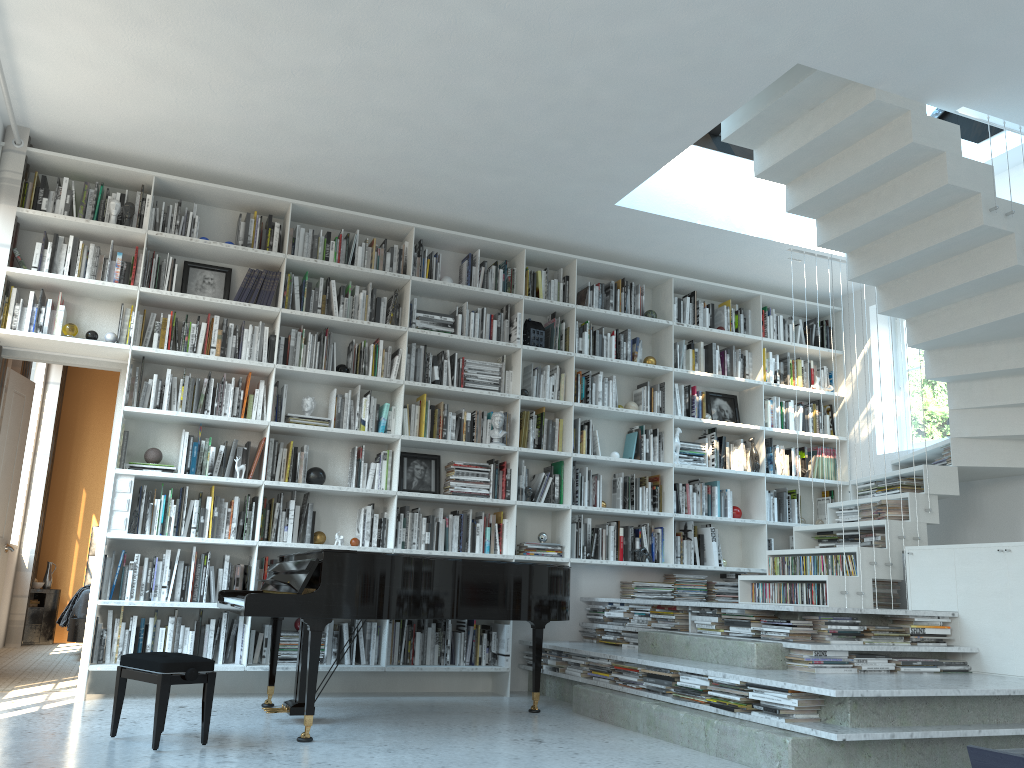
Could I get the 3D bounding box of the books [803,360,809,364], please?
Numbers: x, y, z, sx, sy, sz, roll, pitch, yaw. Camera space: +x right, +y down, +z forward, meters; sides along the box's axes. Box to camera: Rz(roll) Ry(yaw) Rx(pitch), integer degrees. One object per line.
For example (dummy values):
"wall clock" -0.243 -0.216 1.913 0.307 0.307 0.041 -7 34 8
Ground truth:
"books" 2.469 -0.046 7.512 0.011 0.293 0.151 7 -14 -22

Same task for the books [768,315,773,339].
"books" 2.114 -0.432 7.418 0.023 0.243 0.183 7 -14 -22

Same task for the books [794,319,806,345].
"books" 2.439 -0.401 7.573 0.069 0.276 0.132 7 -14 -22

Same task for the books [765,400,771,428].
"books" 2.040 0.270 7.227 0.023 0.247 0.182 7 -14 -22

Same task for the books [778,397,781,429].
"books" 2.146 0.265 7.287 0.012 0.292 0.166 7 -14 -22

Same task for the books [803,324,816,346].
"books" 2.527 -0.377 7.595 0.068 0.246 0.160 7 -14 -22

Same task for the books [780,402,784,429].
"books" 2.181 0.286 7.298 0.013 0.259 0.158 7 -14 -22

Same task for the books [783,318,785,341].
"books" 2.247 -0.414 7.489 0.027 0.249 0.155 7 -14 -22

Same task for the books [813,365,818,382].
"books" 2.533 -0.021 7.518 0.070 0.253 0.154 7 -14 -22

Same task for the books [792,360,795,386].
"books" 2.280 -0.064 7.343 0.012 0.237 0.166 7 -14 -22

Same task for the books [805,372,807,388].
"books" 2.427 0.002 7.481 0.034 0.182 0.157 7 -14 -22

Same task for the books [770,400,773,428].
"books" 2.069 0.273 7.252 0.026 0.256 0.173 7 -14 -22

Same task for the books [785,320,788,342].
"books" 2.274 -0.406 7.489 0.025 0.236 0.144 7 -14 -22

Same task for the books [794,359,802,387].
"books" 2.312 -0.059 7.370 0.042 0.241 0.248 7 -14 -22

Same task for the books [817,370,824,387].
"books" 2.576 0.003 7.529 0.023 0.213 0.181 7 -14 -22

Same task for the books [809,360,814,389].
"books" 2.489 -0.042 7.508 0.023 0.286 0.163 7 -14 -22

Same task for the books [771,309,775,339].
"books" 2.141 -0.459 7.437 0.012 0.305 0.184 7 -14 -22

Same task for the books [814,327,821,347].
"books" 2.570 -0.360 7.589 0.012 0.215 0.193 7 -14 -22

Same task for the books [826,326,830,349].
"books" 2.667 -0.360 7.645 0.014 0.247 0.185 7 -14 -22

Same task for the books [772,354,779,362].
"books" 2.134 -0.097 7.283 0.023 0.263 0.158 7 -14 -22

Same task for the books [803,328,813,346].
"books" 2.490 -0.359 7.557 0.024 0.192 0.187 7 -14 -22

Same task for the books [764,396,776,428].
"books" 2.093 0.258 7.250 0.014 0.285 0.186 7 -14 -22

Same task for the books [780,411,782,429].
"books" 2.156 0.326 7.295 0.027 0.179 0.157 7 -14 -22

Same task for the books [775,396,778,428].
"books" 2.126 0.263 7.292 0.022 0.296 0.162 7 -14 -22

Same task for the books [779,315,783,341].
"books" 2.215 -0.427 7.468 0.029 0.263 0.179 7 -14 -22

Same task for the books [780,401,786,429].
"books" 2.195 0.285 7.315 0.025 0.270 0.153 7 -14 -22

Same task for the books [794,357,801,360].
"books" 2.378 -0.062 7.461 0.010 0.294 0.165 7 -14 -22

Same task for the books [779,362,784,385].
"books" 2.187 -0.063 7.307 0.025 0.211 0.135 7 -14 -22

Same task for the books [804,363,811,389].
"books" 2.461 -0.036 7.483 0.022 0.260 0.160 7 -14 -22

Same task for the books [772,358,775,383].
"books" 2.081 -0.087 7.249 0.049 0.223 0.162 7 -14 -22

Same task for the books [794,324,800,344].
"books" 2.406 -0.384 7.559 0.010 0.235 0.132 7 -14 -22

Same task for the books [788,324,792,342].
"books" 2.309 -0.386 7.504 0.026 0.207 0.163 7 -14 -22

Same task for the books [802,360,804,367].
"books" 2.401 -0.049 7.482 0.024 0.280 0.154 7 -14 -22

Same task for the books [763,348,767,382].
"books" 2.011 -0.131 7.224 0.010 0.293 0.183 7 -14 -22

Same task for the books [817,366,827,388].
"books" 2.618 -0.010 7.561 0.029 0.257 0.163 7 -14 -22

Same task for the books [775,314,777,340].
"books" 2.167 -0.438 7.454 0.027 0.275 0.148 7 -14 -22

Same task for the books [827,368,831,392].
"books" 2.649 -0.001 7.572 0.040 0.246 0.160 7 -14 -22

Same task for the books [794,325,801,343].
"books" 2.380 -0.379 7.532 0.057 0.211 0.163 7 -14 -22

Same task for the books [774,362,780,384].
"books" 2.117 -0.069 7.254 0.024 0.193 0.190 7 -14 -22

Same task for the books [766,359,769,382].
"books" 2.025 -0.086 7.221 0.024 0.205 0.166 7 -14 -22

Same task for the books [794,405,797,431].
"books" 2.305 0.310 7.365 0.012 0.253 0.161 7 -14 -22

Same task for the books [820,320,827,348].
"books" 2.628 -0.388 7.615 0.014 0.286 0.190 7 -14 -22

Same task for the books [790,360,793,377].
"books" 2.265 -0.069 7.337 0.022 0.242 0.145 7 -14 -22

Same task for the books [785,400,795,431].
"books" 2.266 0.286 7.337 0.030 0.283 0.166 7 -14 -22

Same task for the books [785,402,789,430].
"books" 2.221 0.292 7.314 0.024 0.258 0.156 7 -14 -22

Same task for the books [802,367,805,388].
"books" 2.392 -0.023 7.444 0.013 0.212 0.187 7 -14 -22

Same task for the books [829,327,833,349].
"books" 2.690 -0.355 7.640 0.025 0.237 0.188 7 -14 -22

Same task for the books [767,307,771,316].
"books" 2.125 -0.467 7.448 0.012 0.325 0.151 7 -14 -22

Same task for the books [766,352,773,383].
"books" 2.052 -0.113 7.229 0.026 0.262 0.189 7 -14 -22

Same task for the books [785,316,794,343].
"books" 2.333 -0.419 7.529 0.012 0.284 0.160 7 -14 -22

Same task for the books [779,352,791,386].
"books" 2.237 -0.101 7.321 0.022 0.296 0.152 7 -14 -22

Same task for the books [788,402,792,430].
"books" 2.243 0.292 7.321 0.022 0.262 0.173 7 -14 -22

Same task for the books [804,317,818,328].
"books" 2.575 -0.402 7.624 0.014 0.312 0.162 7 -14 -22

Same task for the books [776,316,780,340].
"books" 2.191 -0.428 7.458 0.022 0.258 0.163 7 -14 -22

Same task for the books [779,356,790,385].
"books" 2.217 -0.084 7.304 0.023 0.253 0.189 7 -14 -22

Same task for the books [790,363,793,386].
"books" 2.250 -0.054 7.321 0.014 0.205 0.184 7 -14 -22

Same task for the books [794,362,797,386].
"books" 2.295 -0.057 7.337 0.013 0.222 0.175 7 -14 -22

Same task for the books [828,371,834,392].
"books" 2.679 0.014 7.562 0.011 0.216 0.170 7 -14 -22

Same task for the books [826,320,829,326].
"books" 2.697 -0.386 7.684 0.014 0.318 0.144 7 -14 -22
